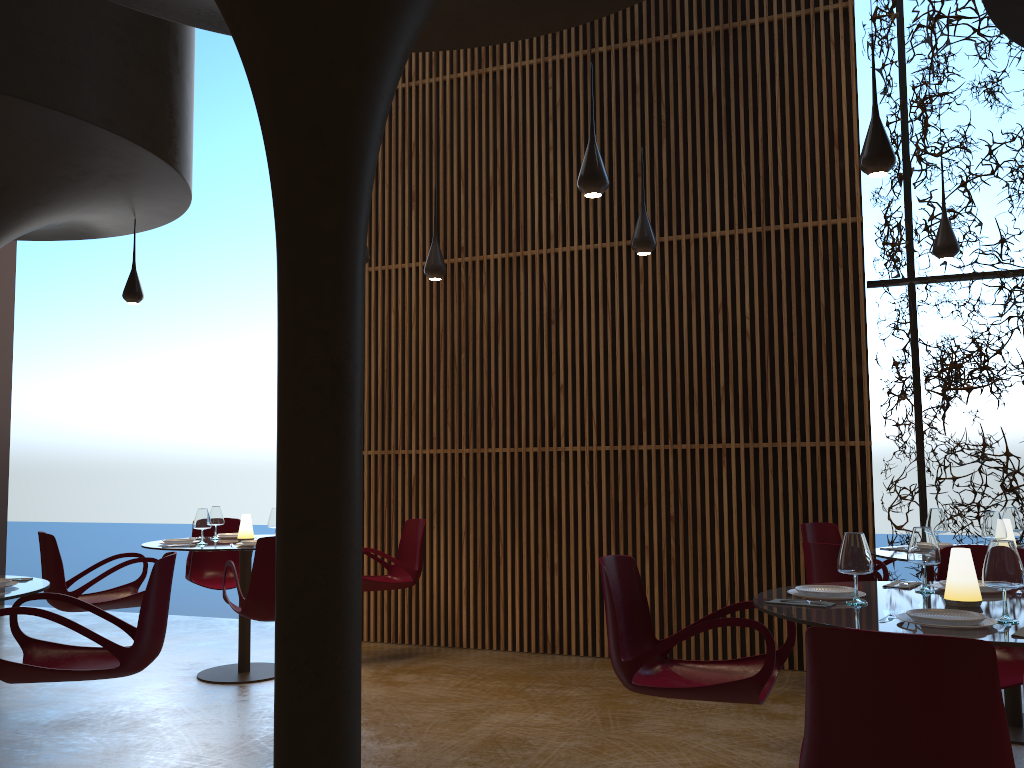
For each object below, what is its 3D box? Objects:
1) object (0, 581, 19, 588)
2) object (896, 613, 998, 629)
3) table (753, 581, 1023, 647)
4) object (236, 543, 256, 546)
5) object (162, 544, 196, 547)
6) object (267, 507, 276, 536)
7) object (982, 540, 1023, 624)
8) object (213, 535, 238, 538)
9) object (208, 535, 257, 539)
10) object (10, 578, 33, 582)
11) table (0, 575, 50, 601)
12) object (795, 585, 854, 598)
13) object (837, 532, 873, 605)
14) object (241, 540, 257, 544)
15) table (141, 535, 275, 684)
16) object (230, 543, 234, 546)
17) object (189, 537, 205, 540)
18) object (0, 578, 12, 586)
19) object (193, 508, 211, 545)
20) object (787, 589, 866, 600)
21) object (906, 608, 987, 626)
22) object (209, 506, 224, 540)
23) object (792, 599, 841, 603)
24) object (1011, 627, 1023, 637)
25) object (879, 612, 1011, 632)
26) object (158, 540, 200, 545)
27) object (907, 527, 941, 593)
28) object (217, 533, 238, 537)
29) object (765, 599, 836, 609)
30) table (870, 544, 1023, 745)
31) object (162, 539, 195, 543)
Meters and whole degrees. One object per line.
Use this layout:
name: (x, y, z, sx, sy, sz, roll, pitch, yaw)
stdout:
object: (-2.701, 1.029, 4.518, 0.332, 0.014, 0.332, -5, -7, 37)
object: (1.577, 0.860, 3.222, 0.332, 0.014, 0.332, 4, -8, -39)
table: (1.864, 1.474, 3.610, 1.674, 1.128, 1.674, -5, -7, 40)
object: (-2.072, 1.301, 7.220, 0.332, 0.014, 0.332, 5, -8, -44)
object: (-2.687, 1.307, 7.149, 0.262, 0.017, 0.127, 2, -6, -24)
object: (-1.979, 1.186, 7.444, 0.142, 0.295, 0.142, -3, -5, 25)
object: (1.807, 0.724, 3.258, 0.142, 0.295, 0.142, 0, -5, -5)
object: (-2.569, 1.400, 8.139, 0.332, 0.014, 0.332, -2, -6, 13)
object: (-2.565, 1.401, 8.141, 0.411, 0.012, 0.205, 2, -7, -27)
object: (-2.760, 1.067, 4.813, 0.262, 0.017, 0.127, 1, -6, -15)
table: (-3.188, 1.585, 4.276, 1.672, 1.128, 1.676, 1, -6, -16)
object: (1.400, 0.927, 3.951, 0.263, 0.029, 0.263, -4, -7, 29)
object: (1.446, 0.776, 3.733, 0.142, 0.295, 0.142, -2, -5, 12)
object: (-2.072, 1.292, 7.221, 0.263, 0.029, 0.263, -5, -8, 39)
table: (-2.300, 1.923, 7.636, 1.672, 1.128, 1.675, 2, -6, -23)
object: (-2.076, 1.302, 7.218, 0.411, 0.012, 0.205, 2, -6, -23)
object: (-2.854, 1.399, 8.040, 0.126, 0.017, 0.262, 2, -6, -22)
object: (-2.701, 1.020, 4.518, 0.263, 0.029, 0.264, 0, -6, -8)
object: (-2.573, 1.184, 7.369, 0.142, 0.295, 0.142, -5, -6, 42)
object: (1.400, 0.936, 3.951, 0.332, 0.014, 0.332, -2, -6, 13)
object: (1.577, 0.850, 3.222, 0.263, 0.029, 0.263, -6, -8, 44)
object: (-2.649, 1.242, 7.931, 0.142, 0.295, 0.142, -2, -5, 21)
object: (1.402, 0.938, 3.955, 0.204, 0.012, 0.411, -4, -7, 31)
object: (1.792, 0.843, 3.009, 0.126, 0.017, 0.262, -6, -8, 41)
object: (1.573, 0.861, 3.224, 0.411, 0.012, 0.204, -5, -7, 37)
object: (-2.793, 1.329, 7.431, 0.332, 0.014, 0.332, -2, -6, 18)
object: (1.896, 0.808, 4.080, 0.142, 0.295, 0.142, 2, -5, -31)
object: (-2.569, 1.390, 8.140, 0.263, 0.029, 0.263, 3, -7, -32)
object: (1.208, 0.921, 3.717, 0.262, 0.017, 0.126, -5, -7, 36)
table: (3.276, 1.690, 5.830, 1.673, 1.128, 1.675, 2, -6, -27)
object: (-2.793, 1.320, 7.432, 0.263, 0.029, 0.263, -2, -6, 15)
